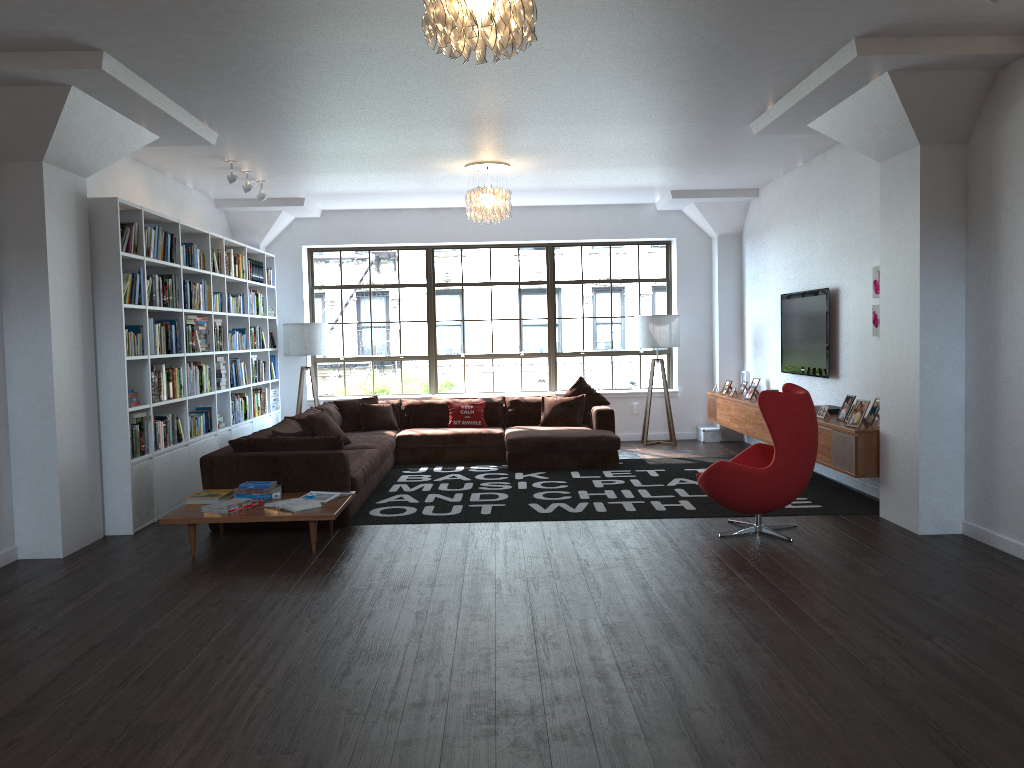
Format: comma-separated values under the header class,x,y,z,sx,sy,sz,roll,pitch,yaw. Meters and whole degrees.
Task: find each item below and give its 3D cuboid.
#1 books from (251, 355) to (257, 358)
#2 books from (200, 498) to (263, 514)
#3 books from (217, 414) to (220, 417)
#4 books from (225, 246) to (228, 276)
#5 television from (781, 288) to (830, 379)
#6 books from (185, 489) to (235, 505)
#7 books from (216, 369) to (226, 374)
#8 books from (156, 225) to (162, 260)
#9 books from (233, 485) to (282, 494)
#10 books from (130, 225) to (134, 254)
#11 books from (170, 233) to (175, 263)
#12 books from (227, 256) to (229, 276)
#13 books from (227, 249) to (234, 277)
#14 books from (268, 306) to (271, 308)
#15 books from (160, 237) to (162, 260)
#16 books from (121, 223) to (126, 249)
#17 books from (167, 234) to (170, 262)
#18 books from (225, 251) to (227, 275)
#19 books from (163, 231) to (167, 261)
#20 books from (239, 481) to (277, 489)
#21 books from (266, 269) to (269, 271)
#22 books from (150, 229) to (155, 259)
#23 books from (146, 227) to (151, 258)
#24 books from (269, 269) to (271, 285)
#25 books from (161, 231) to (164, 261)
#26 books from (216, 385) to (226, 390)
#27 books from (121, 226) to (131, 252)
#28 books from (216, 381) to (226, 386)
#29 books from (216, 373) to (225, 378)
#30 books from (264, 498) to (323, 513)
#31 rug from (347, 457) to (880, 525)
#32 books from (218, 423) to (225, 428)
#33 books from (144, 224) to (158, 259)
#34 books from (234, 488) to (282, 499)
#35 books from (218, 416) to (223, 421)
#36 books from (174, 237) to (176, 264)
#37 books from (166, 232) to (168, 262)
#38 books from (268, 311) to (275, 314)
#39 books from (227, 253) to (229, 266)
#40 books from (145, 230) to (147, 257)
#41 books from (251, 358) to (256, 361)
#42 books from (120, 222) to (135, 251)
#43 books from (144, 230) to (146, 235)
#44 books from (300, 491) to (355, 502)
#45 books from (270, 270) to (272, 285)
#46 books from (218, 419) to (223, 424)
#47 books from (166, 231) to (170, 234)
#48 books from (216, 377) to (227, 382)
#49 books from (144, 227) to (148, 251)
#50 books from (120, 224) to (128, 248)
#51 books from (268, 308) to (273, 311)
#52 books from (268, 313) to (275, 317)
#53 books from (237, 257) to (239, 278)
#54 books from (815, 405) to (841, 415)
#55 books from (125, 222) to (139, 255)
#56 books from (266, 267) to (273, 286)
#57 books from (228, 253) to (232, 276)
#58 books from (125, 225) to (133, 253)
class,x,y,z,sx,sy,sz,roll,pitch,yaw
books,-2.952,-0.302,9.788,0.224,0.030,0.161,-1,3,9
books,-1.858,0.807,5.884,0.236,0.035,0.340,0,3,24
books,-2.972,0.312,8.661,0.204,0.025,0.144,-1,3,-1
books,-2.933,-1.231,8.907,0.140,0.298,0.044,-1,3,-1
television,2.828,-0.491,8.612,0.013,0.816,1.324,-1,3,-1
books,-2.112,0.790,6.221,0.241,0.045,0.334,-1,3,0
books,-2.944,-0.123,8.672,0.253,0.040,0.183,-1,3,-1
books,-2.919,-1.127,7.104,0.197,0.290,0.136,-1,3,-1
books,-1.801,0.747,6.288,0.279,0.035,0.191,-1,3,9
books,-2.894,-1.068,6.587,0.161,0.222,0.084,-1,3,-1
books,-2.913,-1.126,7.398,0.182,0.255,0.077,-1,3,-1
books,-2.939,-1.188,8.955,0.144,0.207,0.048,-1,3,-1
books,-2.959,-1.239,9.125,0.176,0.290,0.053,-1,3,-1
books,-3.001,-0.913,10.559,0.204,0.025,0.144,0,4,29
books,-2.908,-1.096,7.145,0.161,0.222,0.083,-1,3,-1
books,-2.916,-1.060,6.450,0.182,0.226,0.173,-1,3,-1
books,-2.909,-1.115,7.296,0.174,0.243,0.085,-1,3,-1
books,-2.949,-1.203,8.857,0.189,0.247,0.057,-1,3,-1
books,-2.903,-1.114,7.210,0.182,0.253,0.098,-1,3,-1
books,-1.797,0.716,6.285,0.224,0.027,0.157,-1,3,4
books,-2.970,-1.274,10.612,0.127,0.200,0.020,-1,3,-1
books,-2.905,-1.096,6.956,0.174,0.242,0.105,-1,3,-1
books,-2.908,-1.097,6.902,0.170,0.251,0.118,-1,3,-1
books,-2.969,-1.275,10.645,0.136,0.196,0.045,-1,3,-1
books,-2.905,-1.111,7.177,0.159,0.248,0.089,-1,3,-1
books,-2.944,0.037,8.675,0.246,0.038,0.171,-1,3,-1
books,-2.903,-1.055,6.488,0.167,0.210,0.162,-1,3,-1
books,-2.947,-0.001,8.676,0.251,0.037,0.160,-1,3,4
books,-2.939,-0.082,8.682,0.231,0.044,0.168,-2,3,-6
books,-1.456,0.797,5.882,0.342,0.040,0.231,1,4,39
rug,0.789,0.912,8.095,4.200,0.007,3.100,-1,3,0
books,-2.970,0.408,8.665,0.284,0.035,0.197,-1,3,-1
books,-2.913,-1.125,7.042,0.176,0.293,0.125,-1,3,-1
books,-1.795,0.783,6.287,0.312,0.037,0.216,-2,3,-11
books,-2.976,0.341,8.664,0.254,0.032,0.174,-1,3,4
books,-2.923,-1.120,7.468,0.167,0.233,0.077,-1,3,-1
books,-2.915,-1.119,7.256,0.182,0.255,0.077,-1,3,-1
books,-2.999,-0.852,10.564,0.284,0.033,0.197,-1,3,14
books,-2.956,-1.207,8.998,0.159,0.241,0.038,-1,3,-1
books,-2.899,-1.078,6.829,0.161,0.222,0.084,-1,3,-1
books,-2.951,-0.272,9.782,0.223,0.031,0.161,-1,3,-1
books,-2.904,-1.082,6.616,0.159,0.248,0.089,-1,3,-1
books,-2.901,-1.074,6.795,0.161,0.218,0.101,-1,3,-1
books,-1.308,0.775,6.228,0.256,0.035,0.350,0,3,24
books,-2.968,-1.274,10.686,0.139,0.191,0.036,-1,3,-1
books,-2.971,0.374,8.663,0.284,0.033,0.197,-2,3,-16
books,-2.934,-1.128,7.350,0.180,0.265,0.103,-1,3,-1
books,-2.953,-0.041,8.698,0.259,0.040,0.180,-1,3,-1
books,-2.908,-1.093,6.859,0.159,0.248,0.089,-1,3,-1
books,-2.893,-1.053,6.397,0.182,0.215,0.188,-1,3,-1
books,-2.997,-0.885,10.557,0.254,0.032,0.174,1,4,34
books,-2.998,-0.818,10.566,0.284,0.035,0.197,0,4,29
books,-2.961,-1.219,9.300,0.168,0.231,0.037,-1,3,-1
books,2.787,0.233,7.875,0.250,0.053,0.400,-1,3,-1
books,-2.903,-1.087,6.660,0.170,0.251,0.118,-1,3,-1
books,-2.973,-1.297,10.725,0.140,0.231,0.042,-1,3,-1
books,-2.954,-1.212,9.044,0.171,0.246,0.057,-1,3,-1
books,-2.896,-1.064,6.552,0.161,0.218,0.101,-1,3,-1
